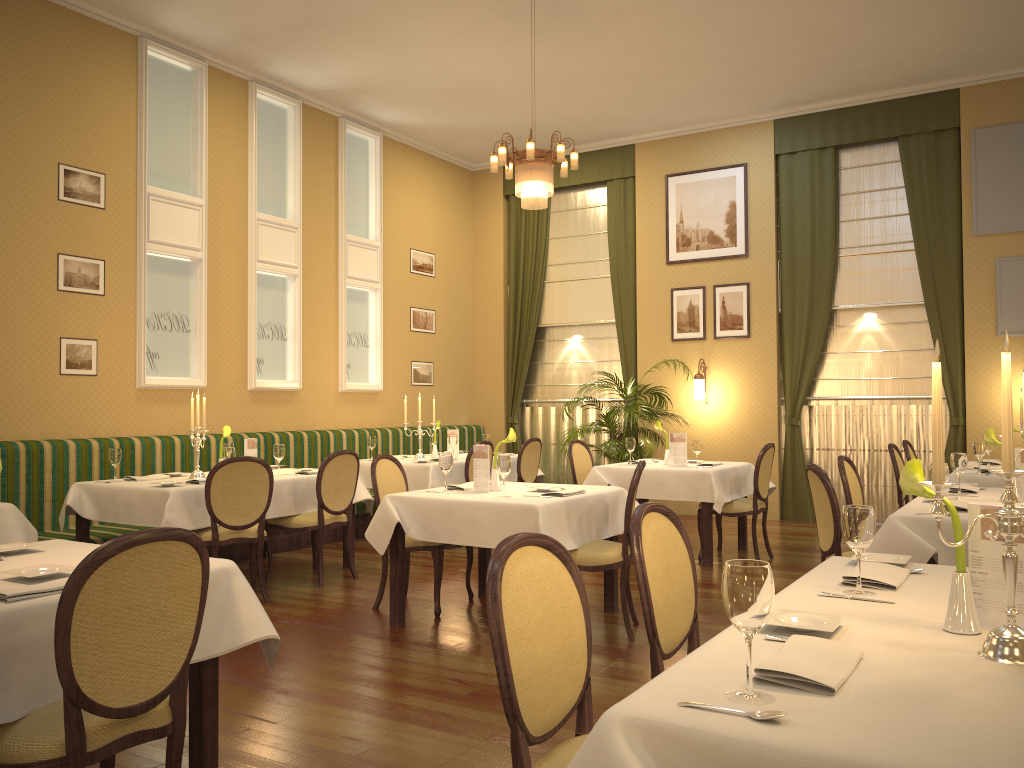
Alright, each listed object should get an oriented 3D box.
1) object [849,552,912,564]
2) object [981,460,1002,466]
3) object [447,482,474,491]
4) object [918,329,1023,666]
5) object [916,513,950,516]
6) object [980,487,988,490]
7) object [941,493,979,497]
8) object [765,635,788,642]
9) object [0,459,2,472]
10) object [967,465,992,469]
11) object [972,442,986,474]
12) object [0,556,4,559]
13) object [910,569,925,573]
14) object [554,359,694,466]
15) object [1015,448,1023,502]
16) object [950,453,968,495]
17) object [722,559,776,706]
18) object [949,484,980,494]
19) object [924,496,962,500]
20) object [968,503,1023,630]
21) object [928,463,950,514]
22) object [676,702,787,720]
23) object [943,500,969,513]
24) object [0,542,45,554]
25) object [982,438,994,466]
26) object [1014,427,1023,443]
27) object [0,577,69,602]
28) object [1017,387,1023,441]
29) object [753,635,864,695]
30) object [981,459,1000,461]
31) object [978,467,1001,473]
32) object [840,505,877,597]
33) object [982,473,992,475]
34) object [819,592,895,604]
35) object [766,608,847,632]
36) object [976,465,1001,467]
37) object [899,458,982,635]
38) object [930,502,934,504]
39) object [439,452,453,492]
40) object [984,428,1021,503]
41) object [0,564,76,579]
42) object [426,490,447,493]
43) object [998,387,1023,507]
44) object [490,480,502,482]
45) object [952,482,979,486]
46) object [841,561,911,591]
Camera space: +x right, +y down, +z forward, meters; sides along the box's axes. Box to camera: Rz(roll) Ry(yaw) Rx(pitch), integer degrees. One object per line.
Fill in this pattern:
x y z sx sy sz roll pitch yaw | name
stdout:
1.147 0.551 2.756 0.160 0.024 0.160 -1 -2 31 | object
3.975 0.653 7.350 0.142 0.033 0.273 -1 -2 31 | object
-0.274 0.627 5.426 0.142 0.033 0.273 -1 -2 31 | object
0.981 0.213 1.751 0.390 0.655 0.131 0 -2 -24 | object
1.906 0.583 3.988 0.181 0.015 0.038 -1 -2 33 | object
2.686 0.611 5.200 0.181 0.015 0.038 -1 -2 33 | object
2.433 0.604 4.820 0.185 0.010 0.017 -1 -2 33 | object
0.618 0.536 1.834 0.185 0.010 0.017 -1 -2 33 | object
-1.637 0.389 2.685 0.163 0.375 0.076 -1 -2 8 | object
3.587 0.644 6.804 0.160 0.024 0.160 -1 -2 31 | object
3.345 0.530 6.347 0.088 0.229 0.088 0 -2 -11 | object
-1.754 0.577 2.962 0.181 0.015 0.038 -1 -2 33 | object
1.132 0.552 2.645 0.181 0.015 0.038 -1 -2 33 | object
1.287 0.612 9.954 1.496 1.807 1.552 -1 -2 12 | object
2.660 0.463 4.501 0.166 0.277 0.081 0 -2 3 | object
2.469 0.497 4.898 0.088 0.229 0.088 0 -2 -11 | object
0.402 0.419 1.508 0.088 0.229 0.088 0 -2 -11 | object
2.586 0.601 5.065 0.142 0.033 0.273 -1 -2 31 | object
2.198 0.591 4.520 0.160 0.024 0.160 -1 -2 31 | object
1.106 0.405 1.946 0.166 0.277 0.081 0 -2 3 | object
1.956 0.477 4.063 0.088 0.229 0.088 0 -2 -11 | object
0.352 0.525 1.433 0.181 0.015 0.038 -1 -2 33 | object
2.114 0.581 4.217 0.142 0.033 0.273 -1 -2 31 | object
-1.740 0.576 3.074 0.160 0.024 0.160 -1 -2 31 | object
3.858 0.549 7.183 0.088 0.229 0.088 0 -2 -11 | object
3.901 0.466 6.820 0.076 0.375 0.163 1 -2 -37 | object
-1.288 0.558 2.434 0.142 0.024 0.273 -1 -2 31 | object
3.924 0.324 6.590 0.390 0.655 0.131 0 -2 -3 | object
0.560 0.523 1.663 0.142 0.033 0.273 -1 -2 31 | object
4.089 0.662 7.595 0.160 0.024 0.160 -1 -2 31 | object
3.503 0.634 6.502 0.142 0.033 0.273 -1 -2 31 | object
0.916 0.438 2.344 0.088 0.229 0.088 0 -2 -11 | object
3.295 0.635 6.272 0.181 0.015 0.038 -1 -2 33 | object
0.880 0.546 2.265 0.185 0.010 0.017 -1 -2 33 | object
0.644 0.533 1.965 0.160 0.024 0.160 -1 -2 31 | object
3.822 0.656 7.104 0.185 0.010 0.017 -1 -2 33 | object
0.958 0.355 1.981 0.076 0.375 0.163 1 -2 -37 | object
2.171 0.594 4.389 0.185 0.010 0.017 -1 -2 33 | object
-0.391 0.522 5.259 0.088 0.229 0.088 0 -2 -17 | object
2.511 0.414 4.536 0.076 0.375 0.163 1 -2 -37 | object
-1.394 0.562 2.622 0.160 0.024 0.160 -1 -2 31 | object
-0.427 0.630 5.181 0.185 0.010 0.017 -1 -2 33 | object
2.535 0.272 4.306 0.390 0.655 0.131 0 -2 -24 | object
-0.160 0.635 5.672 0.160 0.024 0.160 -1 -2 31 | object
2.700 0.609 5.311 0.160 0.024 0.160 -1 -2 31 | object
1.033 0.543 2.511 0.142 0.033 0.273 -1 -2 31 | object
